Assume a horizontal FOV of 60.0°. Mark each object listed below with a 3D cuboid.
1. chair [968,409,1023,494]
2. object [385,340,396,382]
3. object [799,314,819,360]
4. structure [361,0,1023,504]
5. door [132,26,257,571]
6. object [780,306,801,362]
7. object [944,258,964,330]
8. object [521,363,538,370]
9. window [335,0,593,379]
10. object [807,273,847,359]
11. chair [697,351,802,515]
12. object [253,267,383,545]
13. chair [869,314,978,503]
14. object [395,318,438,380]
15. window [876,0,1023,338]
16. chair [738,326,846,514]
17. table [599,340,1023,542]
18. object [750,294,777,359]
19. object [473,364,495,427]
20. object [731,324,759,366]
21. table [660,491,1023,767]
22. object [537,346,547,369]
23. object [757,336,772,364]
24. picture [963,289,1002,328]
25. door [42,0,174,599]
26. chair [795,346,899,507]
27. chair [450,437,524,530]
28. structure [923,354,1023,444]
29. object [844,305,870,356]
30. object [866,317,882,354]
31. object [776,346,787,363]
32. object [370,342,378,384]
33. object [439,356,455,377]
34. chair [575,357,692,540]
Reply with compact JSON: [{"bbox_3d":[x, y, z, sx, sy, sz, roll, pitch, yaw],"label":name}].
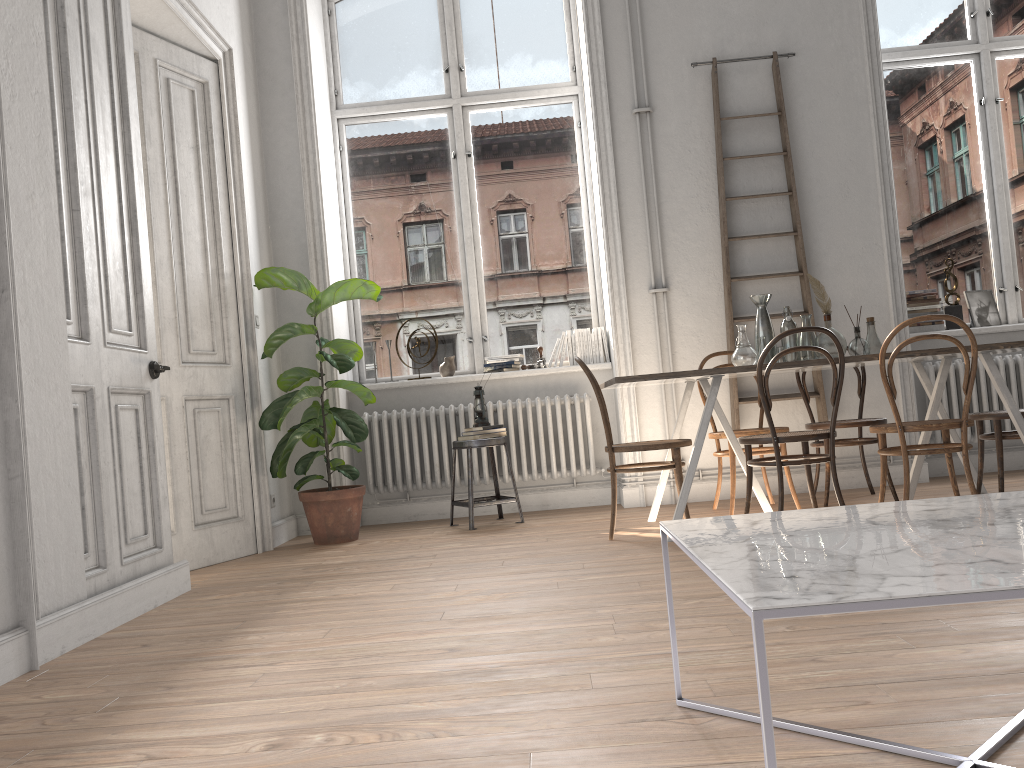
[{"bbox_3d":[2.571,0.119,4.414,0.549,0.920,0.438,-5,-2,14],"label":"chair"},{"bbox_3d":[-0.827,-0.153,6.023,0.095,0.289,0.095,-6,-2,24],"label":"object"},{"bbox_3d":[1.542,-0.232,4.620,0.098,0.255,0.100,-4,-2,-21],"label":"object"},{"bbox_3d":[1.435,-1.516,5.779,5.182,4.473,0.340,-5,-2,2],"label":"structure"},{"bbox_3d":[-1.785,-0.442,4.579,0.216,2.813,1.097,-6,-2,27],"label":"door"},{"bbox_3d":[1.425,-0.248,4.552,0.086,0.301,0.086,-5,-2,-12],"label":"object"},{"bbox_3d":[2.946,-0.601,5.942,0.122,0.488,0.102,-6,-2,26],"label":"object"},{"bbox_3d":[0.118,-0.117,6.026,0.088,0.048,0.153,-7,-3,42],"label":"object"},{"bbox_3d":[-0.345,-1.518,6.249,1.622,2.842,0.013,-5,-2,2],"label":"window"},{"bbox_3d":[1.586,-0.338,4.460,0.157,0.446,0.157,-6,-2,20],"label":"object"},{"bbox_3d":[1.318,0.251,5.008,0.438,0.920,0.549,-5,-2,0],"label":"chair"},{"bbox_3d":[1.395,-0.222,4.937,5.827,1.842,0.792,-5,-2,7],"label":"object"},{"bbox_3d":[1.860,0.168,4.014,0.438,0.920,0.549,-5,-2,13],"label":"chair"},{"bbox_3d":[-0.643,-0.238,6.039,0.347,0.425,0.087,-6,-2,34],"label":"object"},{"bbox_3d":[9.281,-6.642,9.032,14.385,15.931,26.404,-5,-2,2],"label":"window"},{"bbox_3d":[1.279,0.222,4.069,0.438,0.920,0.549,-5,-2,-3],"label":"chair"},{"bbox_3d":[1.610,0.276,4.489,2.200,0.779,1.100,-5,-2,2],"label":"table"},{"bbox_3d":[1.327,-0.276,4.668,0.116,0.383,0.116,-5,-2,13],"label":"object"},{"bbox_3d":[-0.179,0.071,5.509,0.163,0.383,0.154,-4,-2,-25],"label":"object"},{"bbox_3d":[1.158,-0.187,4.431,0.132,0.219,0.132,-5,-2,-9],"label":"object"},{"bbox_3d":[0.743,0.440,1.472,0.849,0.392,0.849,-5,-2,2],"label":"table"},{"bbox_3d":[0.196,-0.178,5.969,0.048,0.153,0.088,-4,-2,-28],"label":"object"},{"bbox_3d":[1.292,-0.164,4.553,0.083,0.158,0.083,-5,-2,-2],"label":"object"},{"bbox_3d":[3.145,-0.499,5.974,0.221,0.264,0.149,-5,-2,-15],"label":"picture"},{"bbox_3d":[-1.659,-0.495,3.412,0.216,2.813,1.097,-5,-2,3],"label":"door"},{"bbox_3d":[1.891,0.203,5.068,0.438,0.920,0.549,-5,-2,9],"label":"chair"},{"bbox_3d":[-0.176,0.596,5.431,0.364,0.522,0.360,-4,-2,-25],"label":"chair"},{"bbox_3d":[3.428,0.068,5.747,1.577,0.552,0.194,-5,-2,2],"label":"structure"},{"bbox_3d":[1.764,-0.269,4.530,0.107,0.283,0.107,-5,-2,-3],"label":"object"},{"bbox_3d":[1.869,-0.241,4.602,0.101,0.211,0.101,-6,-2,41],"label":"object"},{"bbox_3d":[1.352,-0.141,4.456,0.058,0.094,0.058,-6,-2,30],"label":"object"},{"bbox_3d":[-0.942,-0.141,6.084,0.095,0.289,0.095,-6,-2,33],"label":"object"},{"bbox_3d":[-0.439,-0.115,6.025,0.100,0.142,0.102,-4,-2,-23],"label":"object"},{"bbox_3d":[0.632,0.294,4.499,0.549,0.920,0.438,-5,-2,10],"label":"chair"}]
